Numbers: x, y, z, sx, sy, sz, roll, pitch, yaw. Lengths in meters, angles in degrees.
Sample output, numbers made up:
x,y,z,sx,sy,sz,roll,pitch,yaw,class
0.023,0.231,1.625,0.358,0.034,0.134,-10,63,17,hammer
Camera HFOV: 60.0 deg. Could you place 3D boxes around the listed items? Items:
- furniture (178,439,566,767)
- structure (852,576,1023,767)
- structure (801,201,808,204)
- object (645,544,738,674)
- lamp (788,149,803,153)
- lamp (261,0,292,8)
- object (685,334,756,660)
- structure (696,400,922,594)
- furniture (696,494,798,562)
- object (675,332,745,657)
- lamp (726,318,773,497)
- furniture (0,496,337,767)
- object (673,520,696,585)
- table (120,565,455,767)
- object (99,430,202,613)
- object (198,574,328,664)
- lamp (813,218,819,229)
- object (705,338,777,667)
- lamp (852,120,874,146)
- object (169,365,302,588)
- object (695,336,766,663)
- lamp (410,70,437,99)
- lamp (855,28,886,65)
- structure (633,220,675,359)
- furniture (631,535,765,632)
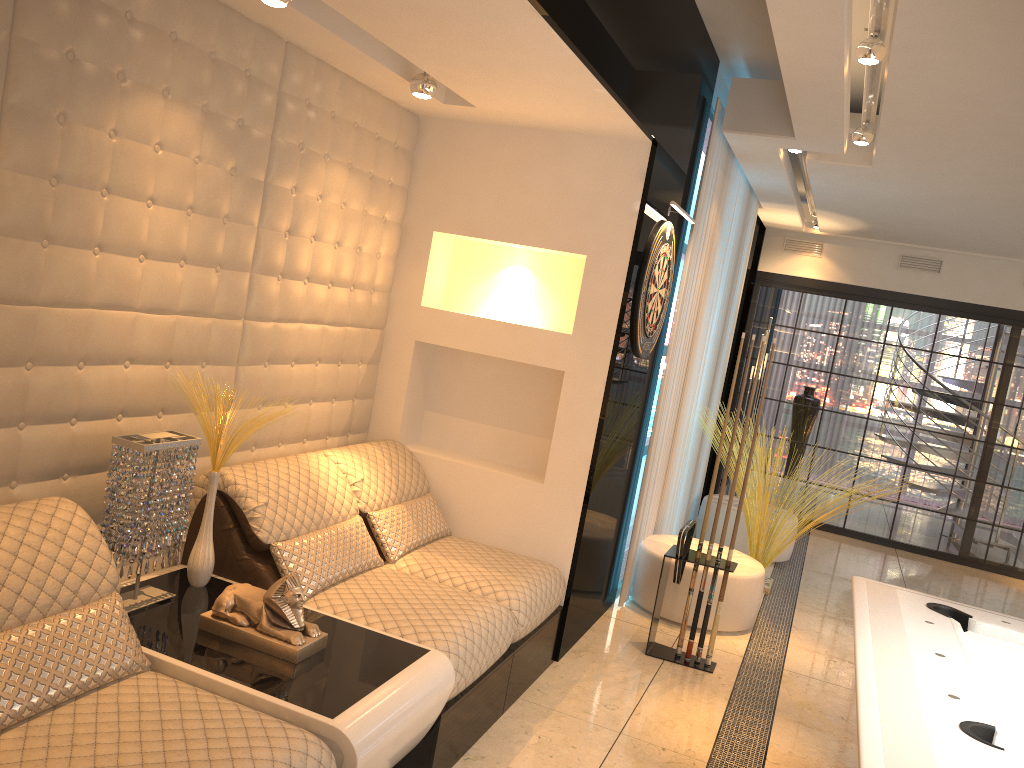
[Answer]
x,y,z,sx,sy,sz,roll,pitch,yaw,class
-0.468,0.759,3.537,1.107,0.810,1.312,12,6,20,furniture
1.488,1.275,1.792,1.659,0.812,2.912,12,6,20,structure
4.169,-0.618,9.100,3.425,4.134,1.964,12,6,20,structure
0.869,1.086,4.287,0.325,0.508,0.261,12,6,20,object
1.607,-1.368,4.999,0.107,0.127,0.107,15,7,38,lamp
-0.675,-1.149,2.542,0.107,0.127,0.107,10,5,1,lamp
0.993,0.554,4.226,0.026,1.605,0.027,7,6,-32,object
1.830,0.797,5.774,1.282,1.142,1.275,8,6,-24,structure
1.799,1.094,6.803,0.735,0.357,0.735,10,5,-8,furniture
0.949,0.545,4.243,0.026,1.605,0.027,7,6,-32,object
1.988,0.319,7.582,0.200,1.801,0.418,12,6,20,lamp
-1.136,0.806,1.752,1.107,0.810,1.312,12,6,20,furniture
0.826,0.824,4.295,0.032,0.297,0.330,12,6,20,object
-0.830,0.959,2.659,1.143,0.457,0.608,12,6,20,table
-1.101,0.409,2.674,0.124,0.522,0.247,12,6,20,object
-0.716,0.643,2.602,0.344,0.217,0.155,12,6,20,object
2.712,-1.434,7.826,0.107,0.127,0.107,10,5,1,lamp
1.082,0.572,4.194,0.026,1.605,0.027,7,6,-32,object
1.803,-1.290,4.550,0.107,0.127,0.107,15,7,38,lamp
-0.937,0.322,2.916,0.388,0.718,0.390,11,5,11,object
1.037,0.562,4.210,0.026,1.605,0.027,7,6,-32,object
-0.340,-1.172,3.438,0.107,0.127,0.107,10,5,1,lamp
1.340,-1.257,3.303,0.107,0.127,0.107,10,5,1,lamp
0.692,-0.452,4.283,0.048,0.669,0.669,12,6,20,structure
1.058,1.121,5.080,0.735,0.357,0.735,12,6,22,furniture
